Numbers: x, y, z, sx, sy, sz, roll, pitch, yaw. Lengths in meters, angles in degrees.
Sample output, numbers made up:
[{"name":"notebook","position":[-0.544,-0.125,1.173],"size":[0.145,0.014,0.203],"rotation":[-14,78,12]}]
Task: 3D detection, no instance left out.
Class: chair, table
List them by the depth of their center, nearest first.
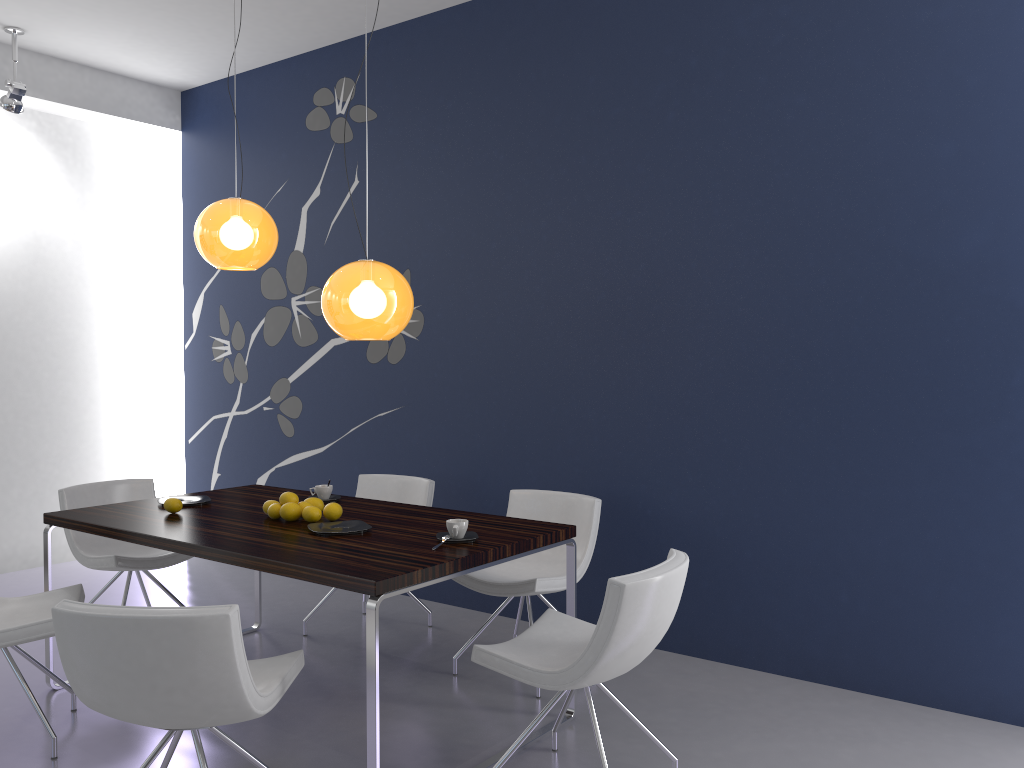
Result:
[{"name":"chair","position":[-0.950,0.976,2.579],"size":[0.508,0.805,0.620],"rotation":[0,1,7]},{"name":"chair","position":[0.256,0.965,2.944],"size":[0.620,0.805,0.508],"rotation":[1,2,32]},{"name":"chair","position":[-1.988,0.958,3.362],"size":[0.620,0.805,0.508],"rotation":[-1,2,-18]},{"name":"table","position":[-0.896,0.958,3.735],"size":[2.046,0.783,1.127],"rotation":[1,2,37]},{"name":"chair","position":[0.079,0.934,4.141],"size":[0.508,0.805,0.620],"rotation":[1,2,37]},{"name":"chair","position":[-1.979,0.927,4.601],"size":[0.620,0.805,0.508],"rotation":[1,2,37]},{"name":"chair","position":[-0.756,0.920,4.761],"size":[0.508,0.805,0.620],"rotation":[1,2,32]}]

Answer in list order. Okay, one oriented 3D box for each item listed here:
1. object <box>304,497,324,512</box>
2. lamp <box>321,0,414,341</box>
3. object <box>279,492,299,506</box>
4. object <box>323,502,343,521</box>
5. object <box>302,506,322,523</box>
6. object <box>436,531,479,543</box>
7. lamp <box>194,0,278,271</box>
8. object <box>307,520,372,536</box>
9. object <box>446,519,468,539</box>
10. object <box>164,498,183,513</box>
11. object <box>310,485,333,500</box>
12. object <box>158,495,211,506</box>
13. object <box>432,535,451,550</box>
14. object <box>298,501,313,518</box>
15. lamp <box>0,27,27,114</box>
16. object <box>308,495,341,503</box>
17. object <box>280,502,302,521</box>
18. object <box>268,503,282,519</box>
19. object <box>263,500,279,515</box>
[{"name":"object","position":[-0.855,0.526,3.816],"size":[0.094,0.077,0.079],"rotation":[0,1,-10]},{"name":"lamp","position":[-0.564,-1.157,3.438],"size":[0.359,1.974,0.358],"rotation":[1,2,42]},{"name":"object","position":[-0.935,0.487,3.724],"size":[0.083,0.068,0.070],"rotation":[1,2,40]},{"name":"object","position":[-0.743,0.529,3.675],"size":[0.079,0.077,0.094],"rotation":[0,1,10]},{"name":"object","position":[-0.821,0.535,3.640],"size":[0.083,0.068,0.070],"rotation":[1,2,40]},{"name":"object","position":[-0.202,0.569,3.279],"size":[0.154,0.020,0.154],"rotation":[0,1,-7]},{"name":"lamp","position":[-1.224,-1.333,3.920],"size":[0.359,1.645,0.358],"rotation":[-1,2,-43]},{"name":"object","position":[-0.675,0.565,3.471],"size":[0.232,0.020,0.232],"rotation":[-1,2,-25]},{"name":"object","position":[-0.198,0.538,3.269],"size":[0.081,0.064,0.101],"rotation":[-1,2,-28]},{"name":"object","position":[-1.478,0.530,3.871],"size":[0.083,0.068,0.070],"rotation":[1,2,40]},{"name":"object","position":[-0.901,0.515,4.202],"size":[0.101,0.064,0.081],"rotation":[-1,2,-29]},{"name":"object","position":[-1.531,0.549,4.146],"size":[0.232,0.020,0.232],"rotation":[-1,2,-25]},{"name":"object","position":[-0.252,0.564,3.177],"size":[0.032,0.028,0.155],"rotation":[0,2,18]},{"name":"object","position":[-0.872,0.531,3.736],"size":[0.081,0.071,0.069],"rotation":[0,2,14]},{"name":"lamp","position":[-3.102,-1.938,5.515],"size":[0.185,0.511,0.150],"rotation":[1,2,37]},{"name":"object","position":[-0.892,0.546,4.207],"size":[0.154,0.020,0.154],"rotation":[0,1,-9]},{"name":"object","position":[-0.914,0.528,3.664],"size":[0.076,0.080,0.094],"rotation":[1,2,38]},{"name":"object","position":[-0.988,0.533,3.717],"size":[0.070,0.068,0.083],"rotation":[0,1,5]},{"name":"object","position":[-1.026,0.531,3.797],"size":[0.083,0.068,0.070],"rotation":[1,2,40]}]
